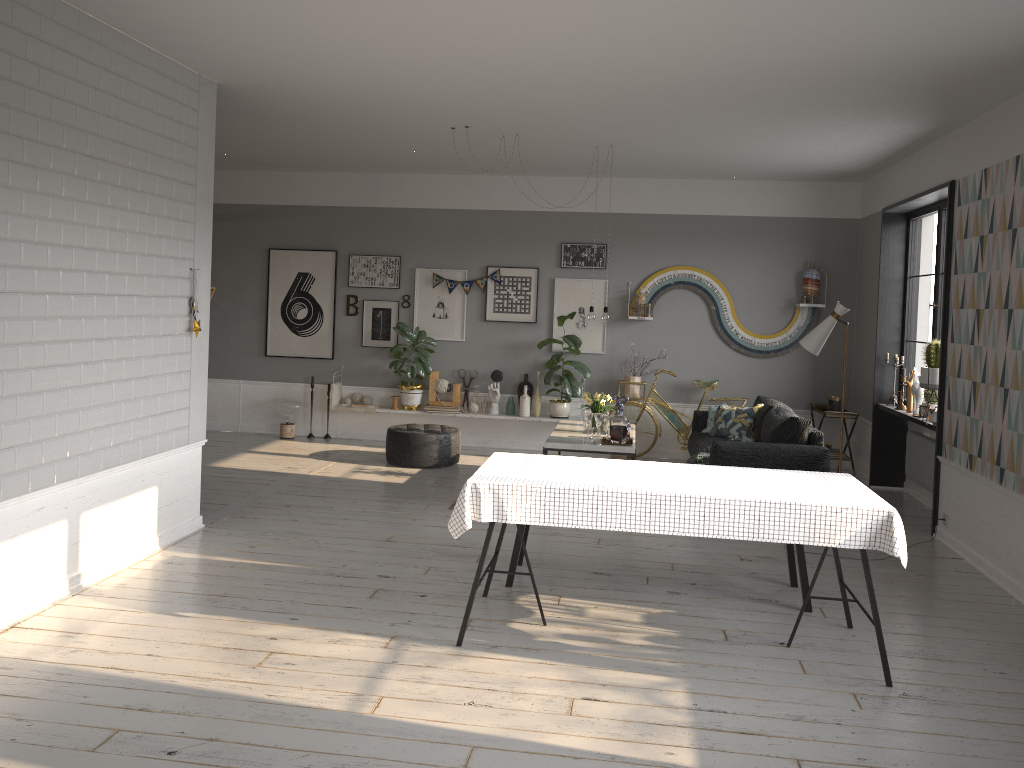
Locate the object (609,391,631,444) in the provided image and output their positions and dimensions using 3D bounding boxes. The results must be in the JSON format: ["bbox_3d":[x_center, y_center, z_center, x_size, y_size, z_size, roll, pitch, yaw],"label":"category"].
[{"bbox_3d":[0.861,0.269,7.077,0.156,0.416,0.148,3,2,27],"label":"object"}]

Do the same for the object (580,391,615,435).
[{"bbox_3d":[0.739,0.246,7.650,0.325,0.350,0.352,3,3,10],"label":"object"}]

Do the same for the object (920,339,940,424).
[{"bbox_3d":[3.271,-0.029,6.858,0.228,0.669,0.236,2,2,-21],"label":"object"}]

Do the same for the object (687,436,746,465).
[{"bbox_3d":[1.730,0.634,7.327,0.490,0.328,0.669,2,4,3],"label":"object"}]

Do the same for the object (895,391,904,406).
[{"bbox_3d":[3.569,0.129,8.124,0.084,0.151,0.084,3,2,12],"label":"object"}]

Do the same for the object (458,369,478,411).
[{"bbox_3d":[-0.495,0.070,9.805,0.221,0.463,0.019,2,1,8],"label":"object"}]

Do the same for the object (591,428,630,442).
[{"bbox_3d":[0.809,0.419,7.271,0.279,0.087,0.247,1,5,-14],"label":"object"}]

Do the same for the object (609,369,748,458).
[{"bbox_3d":[1.782,0.338,9.316,1.625,0.968,0.427,2,2,-1],"label":"object"}]

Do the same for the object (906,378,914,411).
[{"bbox_3d":[3.488,0.086,7.733,0.076,0.300,0.075,3,2,38],"label":"object"}]

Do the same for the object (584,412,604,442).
[{"bbox_3d":[0.658,0.351,7.160,0.168,0.226,0.082,3,2,19],"label":"object"}]

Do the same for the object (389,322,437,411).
[{"bbox_3d":[-1.090,-0.194,9.675,0.510,0.962,0.547,2,2,-7],"label":"object"}]

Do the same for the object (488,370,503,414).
[{"bbox_3d":[-0.179,0.087,9.629,0.155,0.482,0.136,2,2,8],"label":"object"}]

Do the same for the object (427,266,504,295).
[{"bbox_3d":[-0.530,-1.148,9.793,0.914,0.339,0.057,3,1,7],"label":"object"}]

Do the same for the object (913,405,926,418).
[{"bbox_3d":[3.369,0.222,7.294,0.123,0.099,0.123,4,4,30],"label":"object"}]

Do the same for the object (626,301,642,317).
[{"bbox_3d":[1.288,-0.795,9.355,0.197,0.165,0.060,5,3,41],"label":"object"}]

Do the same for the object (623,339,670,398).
[{"bbox_3d":[1.399,-0.158,9.339,0.489,0.640,0.254,4,2,26],"label":"object"}]

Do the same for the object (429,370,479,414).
[{"bbox_3d":[-0.621,0.090,9.675,0.546,0.439,0.239,3,2,8],"label":"object"}]

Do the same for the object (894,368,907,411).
[{"bbox_3d":[3.450,0.041,7.810,0.123,0.374,0.123,3,2,12],"label":"object"}]

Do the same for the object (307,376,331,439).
[{"bbox_3d":[-2.161,0.257,9.963,0.279,0.699,0.092,2,1,0],"label":"object"}]

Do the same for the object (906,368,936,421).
[{"bbox_3d":[3.385,0.072,7.300,0.134,0.409,0.664,2,4,9],"label":"object"}]

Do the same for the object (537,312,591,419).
[{"bbox_3d":[0.556,-0.205,9.472,0.415,1.148,0.568,1,3,-43],"label":"object"}]

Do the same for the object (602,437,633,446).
[{"bbox_3d":[0.851,0.463,7.147,0.247,0.015,0.319,3,5,8],"label":"object"}]

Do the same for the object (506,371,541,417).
[{"bbox_3d":[0.130,0.100,9.571,0.285,0.487,0.333,1,3,-32],"label":"object"}]

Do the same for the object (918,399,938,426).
[{"bbox_3d":[3.213,0.216,6.696,0.246,0.203,0.171,3,3,10],"label":"object"}]

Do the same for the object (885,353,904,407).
[{"bbox_3d":[3.496,-0.043,8.130,0.145,0.489,0.162,4,2,44],"label":"object"}]

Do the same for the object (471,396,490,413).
[{"bbox_3d":[-0.327,0.224,9.747,0.265,0.173,0.078,3,2,14],"label":"object"}]

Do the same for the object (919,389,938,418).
[{"bbox_3d":[3.408,0.144,7.140,0.213,0.282,0.235,1,3,-18],"label":"object"}]

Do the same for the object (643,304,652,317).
[{"bbox_3d":[1.435,-0.778,9.349,0.086,0.139,0.086,2,2,1],"label":"object"}]

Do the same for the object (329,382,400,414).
[{"bbox_3d":[-1.608,0.160,9.819,0.785,0.306,0.330,3,3,9],"label":"object"}]

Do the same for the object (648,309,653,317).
[{"bbox_3d":[1.469,-0.755,9.424,0.062,0.081,0.062,1,3,-16],"label":"object"}]
